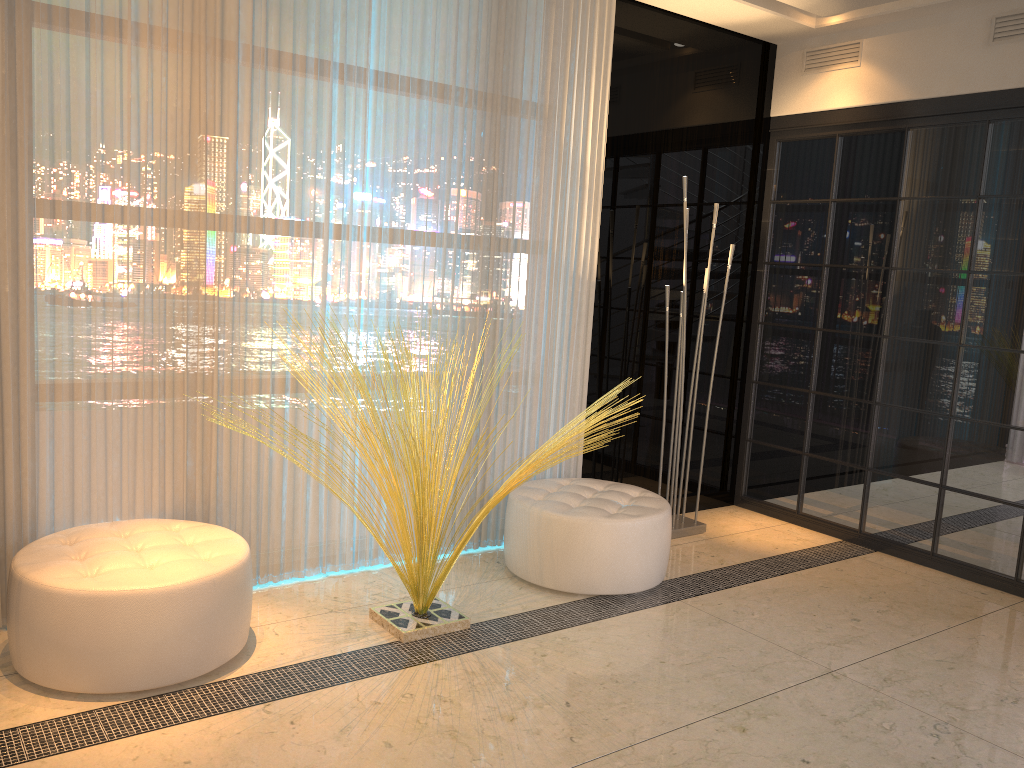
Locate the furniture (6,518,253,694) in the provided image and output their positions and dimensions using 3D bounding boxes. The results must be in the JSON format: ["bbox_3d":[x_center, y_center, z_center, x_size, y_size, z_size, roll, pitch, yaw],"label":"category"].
[{"bbox_3d":[-1.232,0.693,2.904,0.735,0.357,0.735,-2,9,-34],"label":"furniture"}]

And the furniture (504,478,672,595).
[{"bbox_3d":[0.334,0.654,3.937,0.735,0.357,0.735,7,8,25],"label":"furniture"}]

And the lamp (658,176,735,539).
[{"bbox_3d":[0.893,-0.117,4.516,0.418,1.801,0.200,-2,9,-36],"label":"lamp"}]

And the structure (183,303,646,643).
[{"bbox_3d":[-0.218,0.339,3.073,1.282,1.142,1.275,5,8,10],"label":"structure"}]
